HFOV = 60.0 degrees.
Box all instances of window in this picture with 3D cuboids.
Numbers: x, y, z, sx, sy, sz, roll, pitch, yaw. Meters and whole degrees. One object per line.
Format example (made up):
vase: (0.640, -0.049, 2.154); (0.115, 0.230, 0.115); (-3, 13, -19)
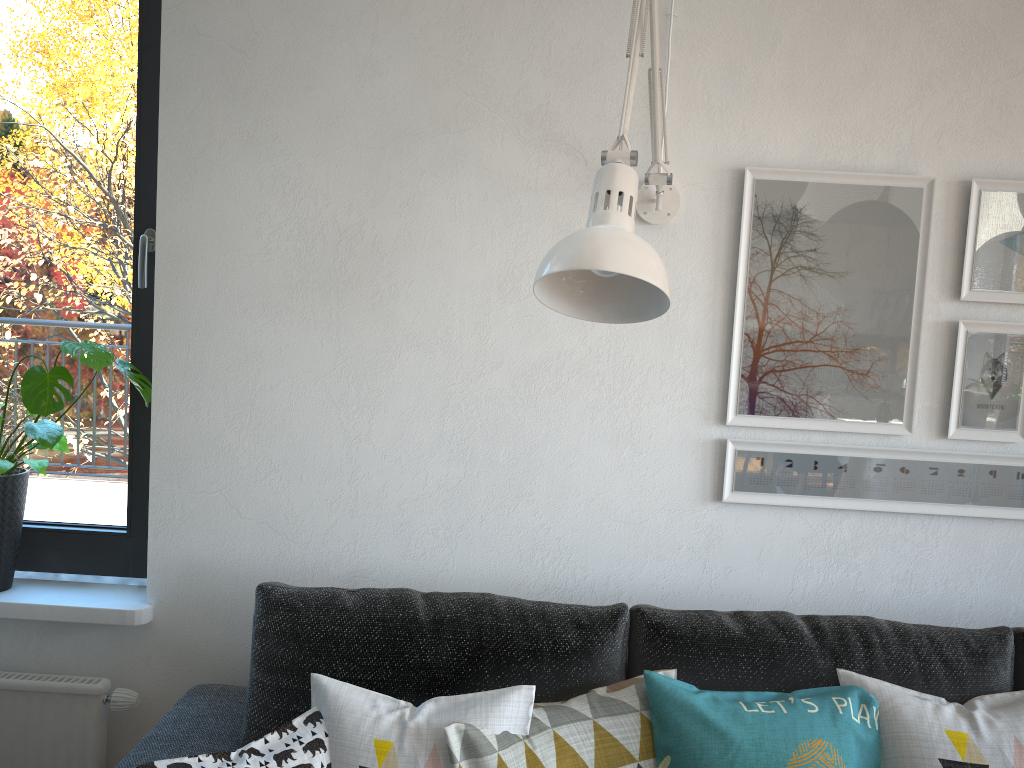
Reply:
window: (-6.201, 0.820, 14.996); (13.974, 18.389, 24.354); (4, 4, 7)

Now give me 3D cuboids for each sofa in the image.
sofa: (0.543, 0.890, 0.785); (2.508, 0.848, 2.161); (3, 3, 1)

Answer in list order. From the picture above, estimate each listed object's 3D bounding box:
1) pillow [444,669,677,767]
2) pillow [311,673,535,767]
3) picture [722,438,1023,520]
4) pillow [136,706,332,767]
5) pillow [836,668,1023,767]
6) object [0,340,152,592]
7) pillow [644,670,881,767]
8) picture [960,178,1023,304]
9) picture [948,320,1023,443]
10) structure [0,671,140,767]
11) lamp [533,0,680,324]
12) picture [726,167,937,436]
pillow: (0.087, 0.666, 1.430); (0.454, 0.363, 0.242); (1, 5, -32)
pillow: (-0.149, 0.637, 1.361); (0.360, 0.344, 0.172); (3, 4, 1)
picture: (0.866, 0.205, 1.867); (0.837, 0.136, 0.021); (3, 4, 1)
pillow: (-0.371, 0.658, 1.277); (0.160, 0.320, 0.334); (6, 5, 36)
pillow: (0.765, 0.695, 1.411); (0.436, 0.369, 0.285); (3, 4, 1)
object: (-1.114, 0.127, 1.821); (0.657, 0.676, 0.447); (3, 4, -8)
pillow: (0.415, 0.660, 1.414); (0.414, 0.340, 0.272); (3, 4, 0)
picture: (1.127, -0.286, 1.826); (0.390, 0.248, 0.021); (3, 4, 1)
picture: (1.000, -0.005, 1.848); (0.166, 0.248, 0.021); (3, 4, 1)
structure: (-1.115, 0.851, 1.919); (0.817, 0.460, 0.076); (3, 4, -2)
lamp: (0.192, -0.436, 1.512); (0.200, 0.670, 0.697); (4, 4, 10)
picture: (0.659, -0.169, 1.840); (0.390, 0.534, 0.013); (3, 4, 1)
